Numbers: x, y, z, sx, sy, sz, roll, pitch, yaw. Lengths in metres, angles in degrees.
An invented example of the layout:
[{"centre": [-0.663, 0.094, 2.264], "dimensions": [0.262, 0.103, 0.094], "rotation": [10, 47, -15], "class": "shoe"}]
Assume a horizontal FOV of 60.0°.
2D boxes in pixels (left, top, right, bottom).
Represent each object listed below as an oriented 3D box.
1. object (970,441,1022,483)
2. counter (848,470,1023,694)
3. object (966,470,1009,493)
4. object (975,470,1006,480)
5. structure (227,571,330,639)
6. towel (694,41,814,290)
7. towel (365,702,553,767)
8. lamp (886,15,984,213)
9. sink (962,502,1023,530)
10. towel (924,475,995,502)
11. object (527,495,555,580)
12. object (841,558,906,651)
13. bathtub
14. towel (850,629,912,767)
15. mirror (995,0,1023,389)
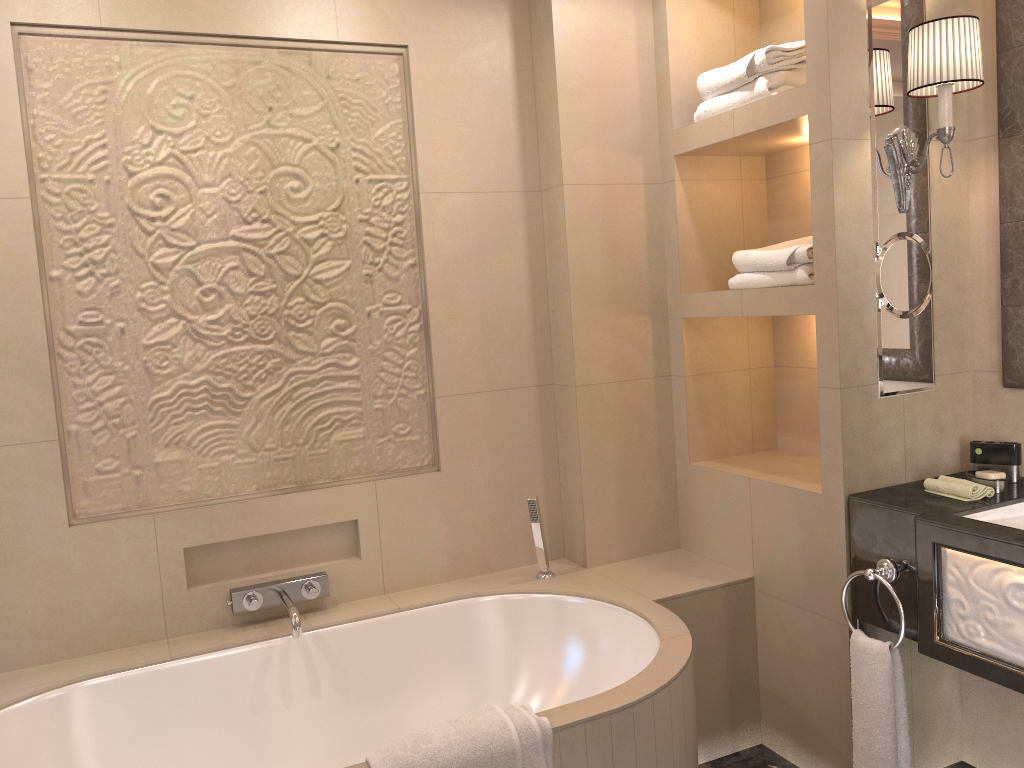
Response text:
[{"centre": [1.294, 0.208, 2.373], "dimensions": [0.124, 0.104, 0.038], "rotation": [0, 7, 40], "class": "object"}, {"centre": [1.387, 0.732, 1.863], "dimensions": [0.543, 0.858, 1.330], "rotation": [-6, 6, -24], "class": "counter"}, {"centre": [1.232, 0.253, 2.302], "dimensions": [0.080, 0.035, 0.133], "rotation": [-5, 5, -6], "class": "object"}, {"centre": [1.231, 0.234, 2.281], "dimensions": [0.051, 0.022, 0.077], "rotation": [-4, 5, -4], "class": "object"}, {"centre": [-0.643, 0.639, 2.524], "dimensions": [0.290, 0.097, 0.259], "rotation": [-6, 6, -24], "class": "structure"}, {"centre": [-0.540, -0.505, 2.062], "dimensions": [3.195, 0.726, 0.517], "rotation": [-6, 6, -24], "class": "towel"}, {"centre": [-0.103, 0.917, 1.837], "dimensions": [0.374, 0.463, 0.453], "rotation": [-6, 6, -22], "class": "towel"}, {"centre": [1.075, -0.670, 2.242], "dimensions": [0.174, 0.444, 0.223], "rotation": [-6, 6, -24], "class": "lamp"}, {"centre": [1.341, 0.387, 1.821], "dimensions": [0.349, 0.135, 0.760], "rotation": [-6, 6, -24], "class": "sink"}, {"centre": [1.137, 0.262, 2.261], "dimensions": [0.096, 0.039, 0.149], "rotation": [-6, 5, -18], "class": "towel"}, {"centre": [0.088, 0.483, 2.809], "dimensions": [0.059, 0.280, 0.114], "rotation": [-2, 6, 21], "class": "object"}, {"centre": [0.918, 0.553, 2.222], "dimensions": [0.074, 0.226, 0.203], "rotation": [-6, 6, -24], "class": "object"}, {"centre": [-0.449, 0.989, 2.191], "dimensions": [2.662, 0.540, 1.060], "rotation": [-6, 6, -24], "class": "bathtub"}, {"centre": [0.914, 0.855, 2.235], "dimensions": [0.116, 0.455, 0.173], "rotation": [-9, 7, -43], "class": "towel"}, {"centre": [1.525, -0.615, 1.841], "dimensions": [0.040, 1.320, 1.130], "rotation": [-6, 6, -24], "class": "mirror"}]
